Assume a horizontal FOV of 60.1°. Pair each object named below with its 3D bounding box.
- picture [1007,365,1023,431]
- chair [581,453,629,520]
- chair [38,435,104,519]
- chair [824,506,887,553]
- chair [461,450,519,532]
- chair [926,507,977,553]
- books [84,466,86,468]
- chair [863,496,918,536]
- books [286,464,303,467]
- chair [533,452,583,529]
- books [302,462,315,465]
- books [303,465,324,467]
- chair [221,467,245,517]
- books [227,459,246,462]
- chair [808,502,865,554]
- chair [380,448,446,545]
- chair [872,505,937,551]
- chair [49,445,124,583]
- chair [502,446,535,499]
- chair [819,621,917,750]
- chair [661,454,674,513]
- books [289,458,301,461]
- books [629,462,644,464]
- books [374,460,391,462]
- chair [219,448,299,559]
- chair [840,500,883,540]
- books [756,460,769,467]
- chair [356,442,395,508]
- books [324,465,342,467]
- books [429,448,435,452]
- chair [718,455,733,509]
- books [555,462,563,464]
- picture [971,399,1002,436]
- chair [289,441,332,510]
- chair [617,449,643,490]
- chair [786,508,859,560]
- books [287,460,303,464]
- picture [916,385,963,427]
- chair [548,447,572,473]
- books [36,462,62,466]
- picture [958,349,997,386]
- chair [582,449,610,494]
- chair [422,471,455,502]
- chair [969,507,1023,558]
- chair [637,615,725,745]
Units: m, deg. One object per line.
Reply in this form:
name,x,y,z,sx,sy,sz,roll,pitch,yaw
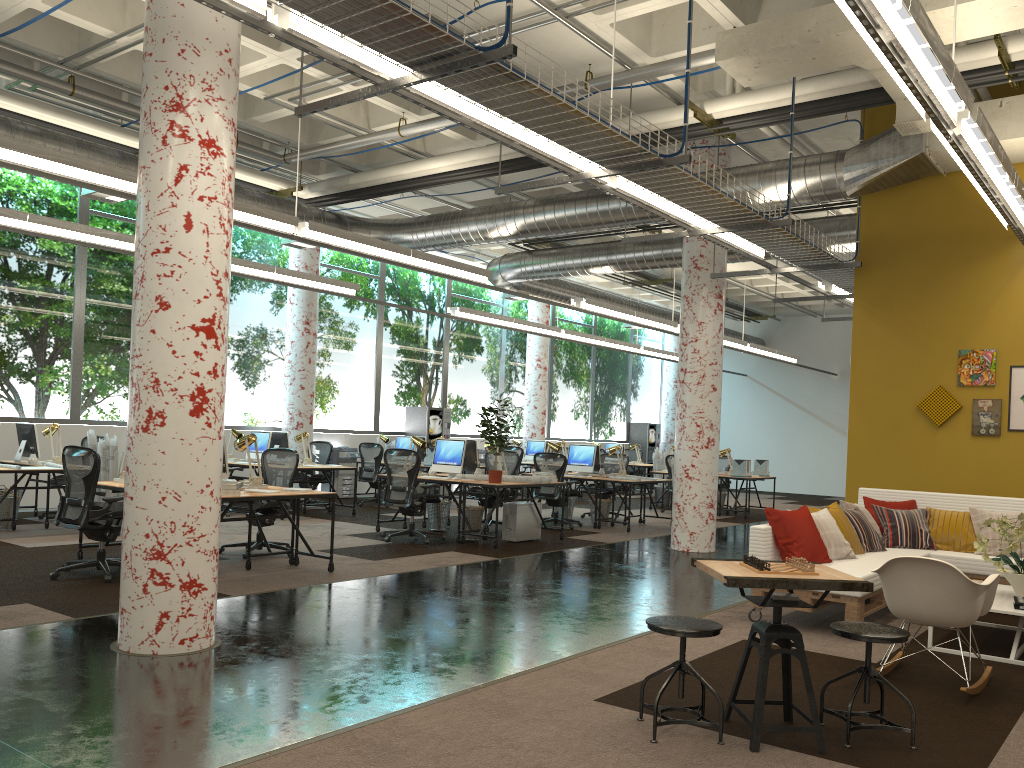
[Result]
picture,5.090,0.138,8.358,0.705,0.632,0.018,1,-1,37
chair,1.579,1.677,14.590,0.770,1.085,0.793,2,-1,21
chair,-5.544,1.195,11.313,0.770,1.085,0.793,2,-1,21
chair,2.969,1.269,7.632,0.524,0.408,0.341,4,-2,-37
chair,-0.256,1.435,12.051,0.770,1.085,0.793,2,-1,21
chair,3.959,1.324,7.944,0.521,0.381,0.367,1,-2,34
books,-4.952,0.972,10.365,0.243,0.019,0.205,3,-3,-15
chair,3.581,1.290,8.319,0.534,0.437,0.287,2,-1,10
books,-3.131,1.165,12.709,0.200,0.050,0.271,4,-3,-25
chair,0.632,1.549,13.030,0.770,1.085,0.793,2,-1,21
books,-3.193,1.215,13.553,0.308,0.038,0.226,0,-4,37
books,-2.930,1.210,13.070,0.243,0.019,0.205,2,-3,15
chair,-4.209,1.333,12.771,0.770,1.085,0.793,2,-1,21
books,-4.260,1.170,13.549,0.308,0.038,0.226,0,-4,37
chair,2.656,1.205,7.317,0.547,0.438,0.316,4,-2,-40
chair,-1.204,1.307,10.492,0.770,1.085,0.793,2,-1,21
chair,3.562,1.311,8.023,0.516,0.392,0.358,2,-2,6
chair,-3.468,1.062,7.453,0.770,1.085,0.793,2,-1,21
chair,0.080,1.834,18.439,0.770,1.085,0.793,2,-1,21
chair,1.641,1.377,4.088,0.346,0.497,0.338,2,-1,-3
chair,3.111,1.829,16.144,0.770,1.085,0.793,2,-1,21
books,-3.127,1.088,12.727,0.153,0.030,0.185,4,-3,-25
books,3.054,1.944,21.811,0.308,0.038,0.226,0,-4,37
books,-2.376,1.390,16.040,0.308,0.038,0.226,0,-4,37
chair,-2.521,1.190,9.012,0.770,1.085,0.793,2,-1,21
chair,3.164,1.268,8.003,0.334,0.437,0.546,1,-2,42
books,4.730,1.590,16.759,0.233,0.310,0.068,1,-1,37
chair,-2.324,1.553,15.261,0.770,1.085,0.793,2,-1,21
books,-2.688,1.231,13.320,0.200,0.024,0.236,2,-3,11
books,-1.315,1.242,15.071,0.233,0.310,0.068,1,-1,37
chair,4.058,1.957,17.703,0.770,1.085,0.793,2,-1,21
books,1.095,1.715,19.221,0.308,0.038,0.226,0,-4,37
picture,4.651,0.325,8.676,0.252,0.355,0.027,1,-1,37
chair,-3.262,1.461,14.330,0.770,1.085,0.793,2,-1,21
chair,2.986,2.190,22.588,0.770,1.085,0.793,2,-1,21
chair,2.450,1.196,6.995,0.525,0.401,0.331,4,-2,-34
books,-3.114,1.120,12.731,0.193,0.044,0.257,3,-3,-5
picture,4.308,0.219,8.927,0.424,0.424,0.047,1,-1,37
chair,1.027,1.961,19.998,0.770,1.085,0.793,2,-1,21
books,-5.476,0.949,10.536,0.308,0.038,0.226,0,-4,37
picture,4.588,-0.162,8.740,0.331,0.355,0.027,1,-1,37
chair,2.039,2.062,21.029,0.770,1.085,0.793,2,-1,21
chair,-1.377,1.681,16.820,0.770,1.085,0.793,2,-1,21
chair,4.280,1.292,7.689,0.525,0.427,0.312,2,-1,16
chair,0.775,1.339,4.045,0.346,0.497,0.338,2,-1,-3
